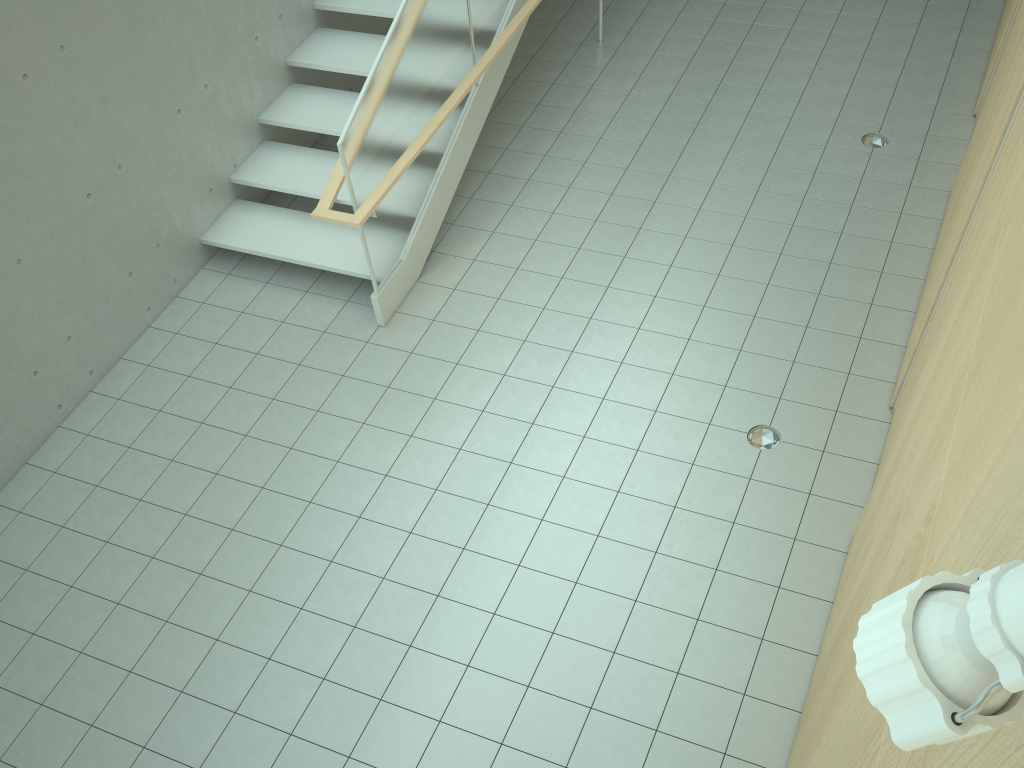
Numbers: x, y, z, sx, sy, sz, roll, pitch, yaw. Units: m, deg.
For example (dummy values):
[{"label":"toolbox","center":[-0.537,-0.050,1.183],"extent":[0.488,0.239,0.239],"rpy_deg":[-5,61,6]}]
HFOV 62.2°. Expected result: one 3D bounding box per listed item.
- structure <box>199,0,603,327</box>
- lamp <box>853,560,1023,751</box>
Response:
[{"label":"structure","center":[0.666,-6.067,6.876],"extent":[1.836,4.903,11.213],"rpy_deg":[18,57,20]},{"label":"lamp","center":[0.361,0.159,0.566],"extent":[0.232,0.226,0.122],"rpy_deg":[0,50,6]}]
